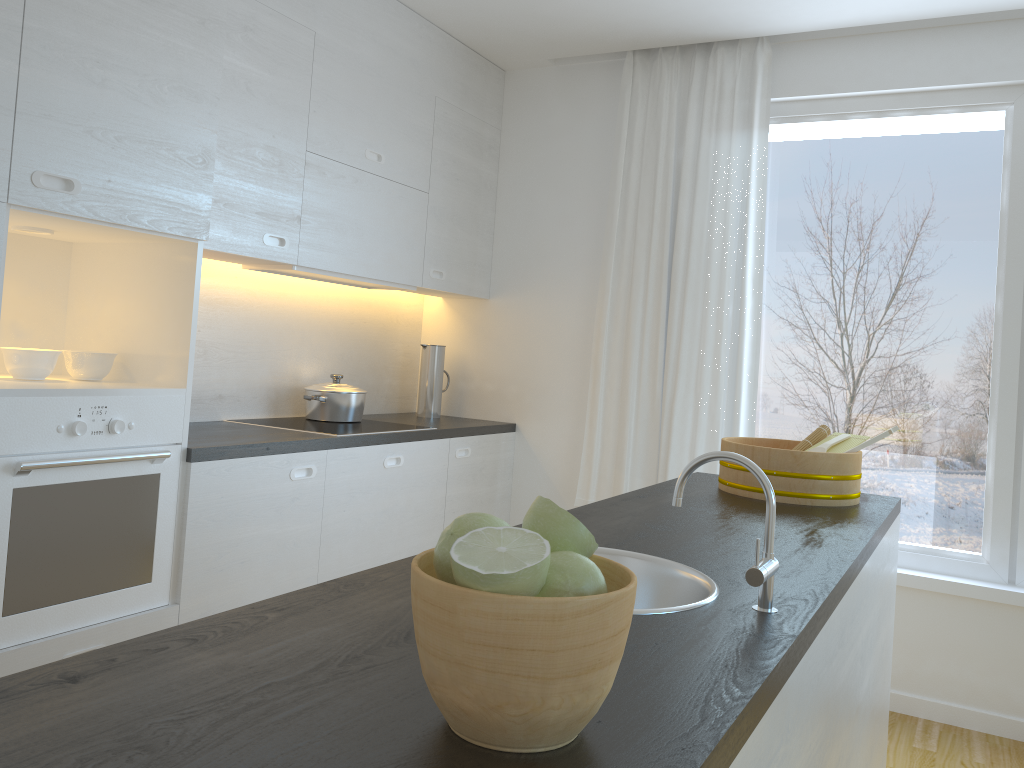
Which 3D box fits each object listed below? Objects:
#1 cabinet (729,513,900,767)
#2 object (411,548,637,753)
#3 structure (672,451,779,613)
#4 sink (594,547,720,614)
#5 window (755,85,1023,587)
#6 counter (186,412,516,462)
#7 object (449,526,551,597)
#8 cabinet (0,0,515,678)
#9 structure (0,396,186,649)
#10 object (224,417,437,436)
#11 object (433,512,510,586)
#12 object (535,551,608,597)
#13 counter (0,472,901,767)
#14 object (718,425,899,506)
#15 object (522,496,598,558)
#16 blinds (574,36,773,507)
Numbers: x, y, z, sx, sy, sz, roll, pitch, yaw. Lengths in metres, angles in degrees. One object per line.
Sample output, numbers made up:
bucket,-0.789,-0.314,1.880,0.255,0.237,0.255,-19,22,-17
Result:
cabinet,0.260,0.795,1.621,0.601,0.911,2.396,4,1,28
object,0.006,0.237,0.805,0.205,0.142,0.205,4,1,-10
structure,0.295,0.206,1.256,0.162,0.215,0.096,4,-1,28
sink,0.111,0.370,1.373,0.403,0.157,0.404,3,2,-20
window,1.975,-0.197,3.412,2.731,1.921,0.088,4,-1,28
counter,-0.715,0.186,3.565,0.601,0.040,1.997,5,2,28
object,-0.011,0.161,0.751,0.086,0.065,0.083,4,1,40
cabinet,-0.920,-0.132,3.017,0.482,2.303,3.194,3,0,28
structure,-1.083,0.330,2.281,0.049,0.597,0.559,3,0,28
object,-0.715,0.168,3.571,0.563,0.013,0.653,5,2,28
object,-0.025,0.171,0.839,0.102,0.099,0.087,4,0,-41
object,0.045,0.192,0.800,0.081,0.085,0.097,4,0,-7
counter,0.293,0.321,1.635,0.602,0.040,2.396,5,2,28
object,0.795,0.202,2.481,0.429,0.214,0.379,3,1,-34
object,0.047,0.146,0.866,0.074,0.072,0.077,4,0,-37
blinds,0.709,-0.484,3.883,0.796,2.163,0.149,3,-2,28
